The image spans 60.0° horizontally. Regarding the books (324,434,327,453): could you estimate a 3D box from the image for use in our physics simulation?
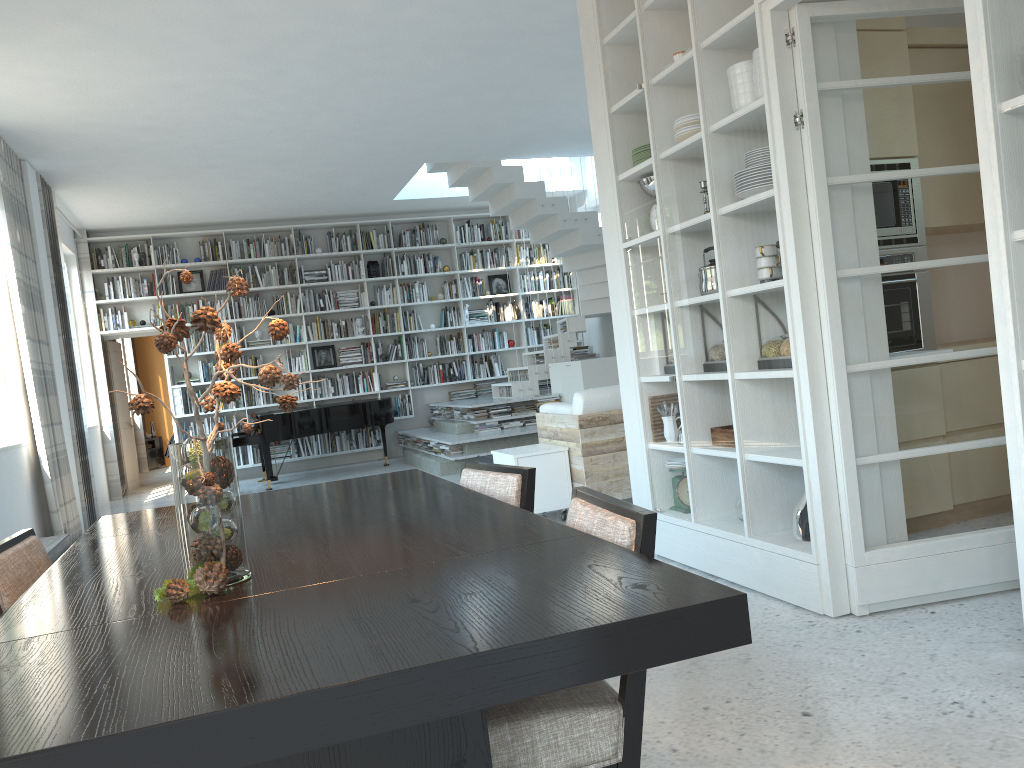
[{"bbox_3d":[-2.443,0.772,11.575,0.010,0.259,0.131,-7,2,-18],"label":"books"}]

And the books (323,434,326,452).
[{"bbox_3d":[-2.455,0.733,11.558,0.014,0.340,0.139,-7,2,-18],"label":"books"}]

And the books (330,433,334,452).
[{"bbox_3d":[-2.358,0.767,11.593,0.022,0.247,0.144,-7,2,-18],"label":"books"}]

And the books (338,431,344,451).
[{"bbox_3d":[-2.248,0.730,11.624,0.026,0.294,0.155,-7,2,-18],"label":"books"}]

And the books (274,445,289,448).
[{"bbox_3d":[-3.001,0.804,11.383,0.254,0.006,0.161,-7,2,-18],"label":"books"}]

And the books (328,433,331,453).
[{"bbox_3d":[-2.385,0.738,11.573,0.034,0.311,0.170,-7,2,-18],"label":"books"}]

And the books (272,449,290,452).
[{"bbox_3d":[-2.997,0.853,11.380,0.285,0.005,0.159,-7,2,-20],"label":"books"}]

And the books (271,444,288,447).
[{"bbox_3d":[-3.003,0.788,11.380,0.254,0.006,0.161,-7,2,-17],"label":"books"}]

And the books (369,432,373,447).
[{"bbox_3d":[-1.881,0.735,11.740,0.024,0.191,0.155,-7,2,-18],"label":"books"}]

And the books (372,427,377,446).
[{"bbox_3d":[-1.819,0.695,11.753,0.012,0.256,0.176,-7,2,-18],"label":"books"}]

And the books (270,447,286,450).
[{"bbox_3d":[-2.997,0.820,11.375,0.254,0.006,0.161,-7,1,-14],"label":"books"}]

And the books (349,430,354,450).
[{"bbox_3d":[-2.115,0.692,11.650,0.014,0.336,0.183,-7,2,-18],"label":"books"}]

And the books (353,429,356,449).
[{"bbox_3d":[-2.085,0.725,11.678,0.024,0.262,0.131,-7,2,-18],"label":"books"}]

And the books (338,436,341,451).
[{"bbox_3d":[-2.272,0.781,11.628,0.030,0.197,0.143,-7,2,-18],"label":"books"}]

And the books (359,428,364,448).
[{"bbox_3d":[-1.991,0.698,11.690,0.011,0.293,0.184,-7,2,-18],"label":"books"}]

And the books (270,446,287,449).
[{"bbox_3d":[-2.997,0.810,11.373,0.254,0.006,0.161,-7,2,-23],"label":"books"}]

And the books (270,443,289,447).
[{"bbox_3d":[-3.000,0.783,11.371,0.285,0.005,0.159,-7,1,-13],"label":"books"}]

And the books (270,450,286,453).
[{"bbox_3d":[-2.998,0.858,11.384,0.254,0.006,0.161,-7,2,-18],"label":"books"}]

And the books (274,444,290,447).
[{"bbox_3d":[-3.003,0.793,11.383,0.285,0.005,0.159,-7,2,-18],"label":"books"}]

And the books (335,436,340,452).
[{"bbox_3d":[-2.291,0.780,11.591,0.028,0.206,0.175,-7,2,-18],"label":"books"}]

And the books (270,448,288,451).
[{"bbox_3d":[-3.000,0.837,11.381,0.285,0.005,0.159,-7,2,-19],"label":"books"}]

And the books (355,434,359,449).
[{"bbox_3d":[-2.055,0.746,11.696,0.040,0.212,0.129,-7,2,-18],"label":"books"}]

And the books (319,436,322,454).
[{"bbox_3d":[-2.500,0.790,11.550,0.010,0.238,0.134,-7,2,-18],"label":"books"}]

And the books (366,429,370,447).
[{"bbox_3d":[-1.921,0.716,11.732,0.028,0.239,0.140,-7,2,-18],"label":"books"}]

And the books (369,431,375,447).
[{"bbox_3d":[-1.857,0.726,11.737,0.022,0.205,0.191,-7,2,-18],"label":"books"}]

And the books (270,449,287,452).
[{"bbox_3d":[-2.999,0.848,11.381,0.254,0.006,0.161,-7,2,-19],"label":"books"}]

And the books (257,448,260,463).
[{"bbox_3d":[-3.230,0.909,11.300,0.053,0.184,0.148,-7,2,-18],"label":"books"}]

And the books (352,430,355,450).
[{"bbox_3d":[-2.100,0.714,11.656,0.014,0.288,0.184,-7,2,-18],"label":"books"}]

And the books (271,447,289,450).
[{"bbox_3d":[-2.999,0.826,11.374,0.285,0.005,0.159,-7,2,-22],"label":"books"}]

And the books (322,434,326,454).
[{"bbox_3d":[-2.460,0.753,11.538,0.014,0.301,0.184,-7,2,-18],"label":"books"}]

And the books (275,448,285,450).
[{"bbox_3d":[-3.001,0.832,11.383,0.254,0.006,0.161,-7,2,-18],"label":"books"}]

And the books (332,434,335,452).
[{"bbox_3d":[-2.340,0.769,11.596,0.012,0.239,0.128,-7,2,-18],"label":"books"}]

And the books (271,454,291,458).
[{"bbox_3d":[-2.983,0.926,11.377,0.285,0.007,0.159,-7,1,-13],"label":"books"}]

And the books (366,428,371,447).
[{"bbox_3d":[-1.899,0.704,11.723,0.011,0.258,0.171,-7,2,-18],"label":"books"}]

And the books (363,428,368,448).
[{"bbox_3d":[-1.937,0.680,11.701,0.013,0.317,0.186,-7,2,-18],"label":"books"}]

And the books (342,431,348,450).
[{"bbox_3d":[-2.193,0.739,11.645,0.028,0.261,0.132,-7,2,-18],"label":"books"}]

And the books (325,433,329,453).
[{"bbox_3d":[-2.424,0.767,11.571,0.025,0.264,0.145,-7,2,-18],"label":"books"}]

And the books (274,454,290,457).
[{"bbox_3d":[-2.985,0.919,11.379,0.254,0.007,0.161,-7,2,-22],"label":"books"}]

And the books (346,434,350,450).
[{"bbox_3d":[-2.164,0.765,11.652,0.024,0.203,0.144,-7,2,-18],"label":"books"}]

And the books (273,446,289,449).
[{"bbox_3d":[-2.998,0.815,11.377,0.285,0.005,0.159,-7,2,-21],"label":"books"}]

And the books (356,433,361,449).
[{"bbox_3d":[-2.021,0.746,11.674,0.010,0.206,0.180,-7,2,-18],"label":"books"}]

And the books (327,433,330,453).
[{"bbox_3d":[-2.408,0.728,11.565,0.012,0.337,0.144,-7,2,-18],"label":"books"}]

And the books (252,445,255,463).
[{"bbox_3d":[-3.290,0.893,11.292,0.012,0.231,0.138,-7,2,-18],"label":"books"}]

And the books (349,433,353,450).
[{"bbox_3d":[-2.128,0.756,11.655,0.022,0.213,0.167,-7,2,-18],"label":"books"}]

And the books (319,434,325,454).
[{"bbox_3d":[-2.476,0.778,11.533,0.026,0.256,0.183,-7,2,-18],"label":"books"}]

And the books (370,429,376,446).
[{"bbox_3d":[-1.839,0.712,11.755,0.028,0.228,0.162,-7,2,-18],"label":"books"}]

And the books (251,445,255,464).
[{"bbox_3d":[-3.304,0.867,11.285,0.012,0.285,0.159,-7,2,-18],"label":"books"}]

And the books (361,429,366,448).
[{"bbox_3d":[-1.959,0.716,11.690,0.044,0.251,0.187,-7,2,-18],"label":"books"}]

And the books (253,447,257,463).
[{"bbox_3d":[-3.270,0.907,11.294,0.025,0.198,0.160,-7,2,-18],"label":"books"}]

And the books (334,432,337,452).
[{"bbox_3d":[-2.320,0.758,11.607,0.012,0.255,0.150,-7,2,-18],"label":"books"}]

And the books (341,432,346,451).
[{"bbox_3d":[-2.219,0.756,11.637,0.030,0.235,0.138,-7,2,-18],"label":"books"}]

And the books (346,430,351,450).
[{"bbox_3d":[-2.147,0.722,11.644,0.013,0.285,0.185,-7,2,-18],"label":"books"}]

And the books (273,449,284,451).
[{"bbox_3d":[-2.999,0.842,11.381,0.285,0.005,0.159,-7,2,-17],"label":"books"}]

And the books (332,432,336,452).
[{"bbox_3d":[-2.332,0.749,11.603,0.012,0.276,0.154,-7,2,-18],"label":"books"}]

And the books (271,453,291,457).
[{"bbox_3d":[-2.987,0.912,11.383,0.285,0.007,0.159,-7,2,-16],"label":"books"}]

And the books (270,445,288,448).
[{"bbox_3d":[-3.002,0.799,11.382,0.254,0.006,0.161,-7,2,-18],"label":"books"}]

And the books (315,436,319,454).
[{"bbox_3d":[-2.535,0.794,11.543,0.021,0.237,0.115,-7,2,-18],"label":"books"}]

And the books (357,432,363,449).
[{"bbox_3d":[-2.004,0.742,11.685,0.029,0.210,0.170,-7,2,-18],"label":"books"}]
